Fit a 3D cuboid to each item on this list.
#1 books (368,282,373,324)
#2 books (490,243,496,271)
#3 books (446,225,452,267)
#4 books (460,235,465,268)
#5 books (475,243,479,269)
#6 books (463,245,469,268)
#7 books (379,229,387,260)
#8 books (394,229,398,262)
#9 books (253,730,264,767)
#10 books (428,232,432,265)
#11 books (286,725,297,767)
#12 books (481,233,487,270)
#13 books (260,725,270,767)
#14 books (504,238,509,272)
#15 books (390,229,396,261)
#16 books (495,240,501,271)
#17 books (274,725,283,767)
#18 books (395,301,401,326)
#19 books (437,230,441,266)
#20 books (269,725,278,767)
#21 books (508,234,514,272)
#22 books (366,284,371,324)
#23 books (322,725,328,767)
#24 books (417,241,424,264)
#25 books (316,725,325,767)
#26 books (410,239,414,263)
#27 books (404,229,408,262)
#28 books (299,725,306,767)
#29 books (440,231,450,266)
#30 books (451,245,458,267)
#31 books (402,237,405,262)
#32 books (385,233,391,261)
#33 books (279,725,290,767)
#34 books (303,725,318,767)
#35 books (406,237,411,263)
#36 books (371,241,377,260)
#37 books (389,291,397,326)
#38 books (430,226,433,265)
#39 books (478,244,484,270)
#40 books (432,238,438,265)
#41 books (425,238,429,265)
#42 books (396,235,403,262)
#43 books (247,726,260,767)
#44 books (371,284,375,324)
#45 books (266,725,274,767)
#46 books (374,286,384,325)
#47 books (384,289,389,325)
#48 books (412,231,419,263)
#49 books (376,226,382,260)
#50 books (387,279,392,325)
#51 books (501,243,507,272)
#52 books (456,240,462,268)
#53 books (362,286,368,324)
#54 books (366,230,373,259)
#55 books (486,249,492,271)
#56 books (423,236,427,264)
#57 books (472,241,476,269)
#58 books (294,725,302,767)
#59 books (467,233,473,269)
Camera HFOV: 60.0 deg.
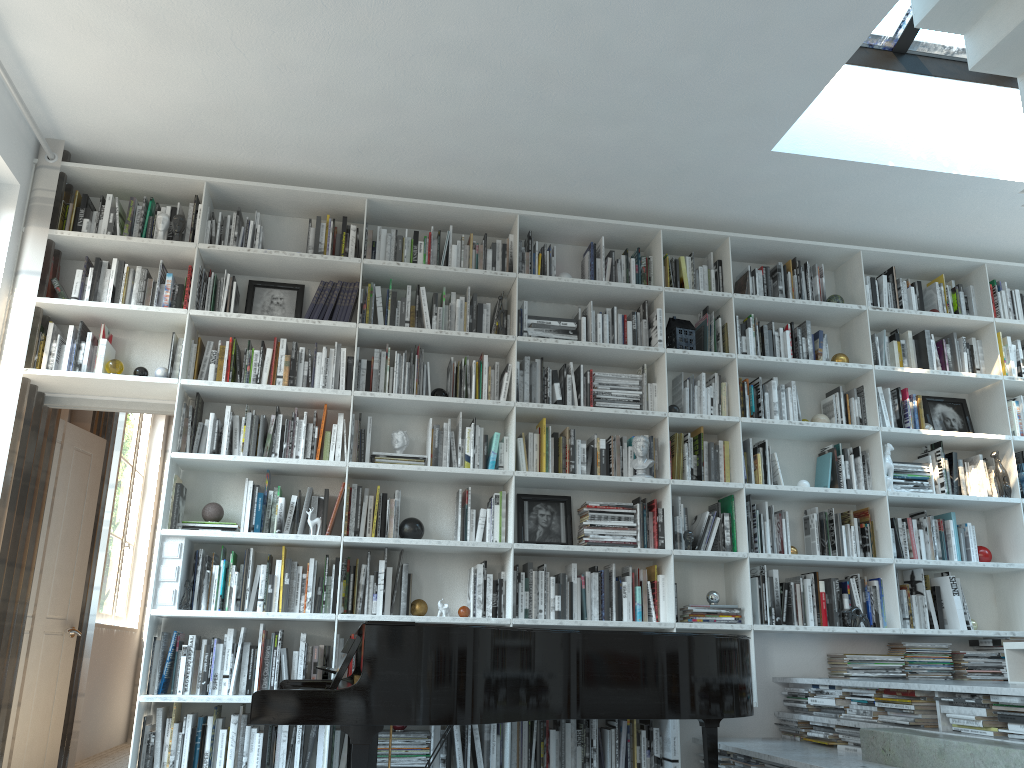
[{"bbox_3d":[-0.781,-0.392,4.877,0.014,0.308,0.130,4,-17,-10],"label":"books"},{"bbox_3d":[-0.116,-0.667,5.067,0.026,0.236,0.149,4,-17,-10],"label":"books"},{"bbox_3d":[-0.361,-0.721,5.039,0.014,0.314,0.166,4,-17,-10],"label":"books"},{"bbox_3d":[-0.292,-0.694,5.046,0.014,0.268,0.157,4,-17,-10],"label":"books"},{"bbox_3d":[-0.211,-0.666,5.028,0.013,0.206,0.178,4,-17,-10],"label":"books"},{"bbox_3d":[-0.272,-0.663,5.050,0.029,0.213,0.142,4,-17,-10],"label":"books"},{"bbox_3d":[-0.725,-0.720,4.962,0.031,0.254,0.146,4,-17,-10],"label":"books"},{"bbox_3d":[-0.657,-0.714,4.968,0.012,0.249,0.174,4,-17,-10],"label":"books"},{"bbox_3d":[-1.176,1.720,4.132,0.031,0.187,0.190,4,-17,-10],"label":"books"},{"bbox_3d":[-0.474,-0.702,5.000,0.013,0.250,0.184,4,-17,-10],"label":"books"},{"bbox_3d":[-1.040,1.705,4.204,0.040,0.263,0.138,4,-17,-10],"label":"books"},{"bbox_3d":[-0.164,-0.695,5.062,0.013,0.284,0.160,4,-17,-10],"label":"books"},{"bbox_3d":[-1.149,1.695,4.145,0.023,0.243,0.188,4,-17,-10],"label":"books"},{"bbox_3d":[-0.041,-0.678,5.080,0.014,0.266,0.172,4,-17,-10],"label":"books"},{"bbox_3d":[-0.675,-0.715,4.970,0.023,0.250,0.171,4,-17,-10],"label":"books"},{"bbox_3d":[-0.091,-0.675,5.083,0.029,0.260,0.152,4,-17,-10],"label":"books"},{"bbox_3d":[-1.094,1.713,4.169,0.022,0.224,0.141,4,-17,-10],"label":"books"},{"bbox_3d":[-0.632,-0.336,4.871,0.024,0.201,0.154,4,-17,-10],"label":"books"},{"bbox_3d":[-0.423,-0.710,5.012,0.013,0.275,0.165,4,-17,-10],"label":"books"},{"bbox_3d":[-1.119,1.720,4.175,0.024,0.213,0.137,4,-17,-10],"label":"books"},{"bbox_3d":[-0.021,-0.688,5.082,0.026,0.287,0.176,4,-17,-10],"label":"books"},{"bbox_3d":[-0.790,-0.387,4.852,0.013,0.282,0.159,4,-17,-10],"label":"books"},{"bbox_3d":[-0.880,1.716,4.178,0.017,0.232,0.213,4,-17,-10],"label":"books"},{"bbox_3d":[-0.522,-0.678,4.995,0.030,0.200,0.152,4,-17,-10],"label":"books"},{"bbox_3d":[-0.909,1.706,4.221,0.027,0.275,0.144,4,-17,-10],"label":"books"},{"bbox_3d":[-0.572,-0.686,4.998,0.012,0.215,0.150,4,-17,-10],"label":"books"},{"bbox_3d":[-0.604,-0.717,4.983,0.010,0.263,0.161,4,-17,-10],"label":"books"},{"bbox_3d":[-0.988,1.680,4.187,0.012,0.302,0.166,4,-17,-10],"label":"books"},{"bbox_3d":[-0.391,-0.707,5.015,0.052,0.272,0.173,4,-17,-10],"label":"books"},{"bbox_3d":[-0.338,-0.662,5.018,0.031,0.189,0.182,4,-17,-10],"label":"books"},{"bbox_3d":[-0.616,-0.691,4.970,0.015,0.206,0.167,4,-17,-10],"label":"books"},{"bbox_3d":[-0.698,-0.703,4.958,0.023,0.219,0.182,4,-17,-10],"label":"books"},{"bbox_3d":[-1.069,1.699,4.175,0.027,0.255,0.179,4,-17,-10],"label":"books"},{"bbox_3d":[-0.954,1.712,4.208,0.065,0.255,0.156,4,-17,-10],"label":"books"},{"bbox_3d":[-0.592,-0.694,5.005,0.025,0.234,0.130,4,-17,-10],"label":"books"},{"bbox_3d":[-0.776,-0.686,4.953,0.024,0.182,0.134,4,-17,-10],"label":"books"},{"bbox_3d":[-0.656,-0.361,4.859,0.031,0.241,0.182,4,-17,-10],"label":"books"},{"bbox_3d":[-0.463,-0.723,5.011,0.010,0.298,0.151,4,-17,-10],"label":"books"},{"bbox_3d":[-0.191,-0.662,5.028,0.026,0.199,0.188,4,-17,-10],"label":"books"},{"bbox_3d":[-0.446,-0.688,5.017,0.029,0.235,0.130,4,-17,-10],"label":"books"},{"bbox_3d":[-0.486,-0.686,4.993,0.011,0.215,0.160,4,-17,-10],"label":"books"},{"bbox_3d":[-0.635,-0.696,4.954,0.029,0.207,0.179,4,-17,-10],"label":"books"},{"bbox_3d":[-1.206,1.711,4.136,0.028,0.205,0.171,4,-17,-10],"label":"books"},{"bbox_3d":[-0.765,-0.388,4.855,0.010,0.286,0.149,4,-17,-10],"label":"books"},{"bbox_3d":[-1.136,1.673,4.187,0.013,0.309,0.131,4,-17,-10],"label":"books"},{"bbox_3d":[-0.729,-0.377,4.866,0.067,0.273,0.168,4,-17,-10],"label":"books"},{"bbox_3d":[-0.689,-0.370,4.863,0.011,0.259,0.157,4,-17,-10],"label":"books"},{"bbox_3d":[-0.552,-0.709,5.008,0.028,0.267,0.152,4,-17,-10],"label":"books"},{"bbox_3d":[-0.755,-0.728,4.980,0.021,0.278,0.141,4,-17,-10],"label":"books"},{"bbox_3d":[-0.676,-0.398,4.865,0.012,0.314,0.172,4,-17,-10],"label":"books"},{"bbox_3d":[-0.060,-0.662,5.063,0.026,0.224,0.172,4,-17,-10],"label":"books"},{"bbox_3d":[-0.311,-0.679,5.037,0.026,0.235,0.135,4,-17,-10],"label":"books"},{"bbox_3d":[-0.806,-0.380,4.831,0.023,0.255,0.175,4,-17,-10],"label":"books"},{"bbox_3d":[-0.799,-0.719,4.942,0.029,0.236,0.156,4,-17,-10],"label":"books"},{"bbox_3d":[-0.143,-0.647,5.045,0.031,0.184,0.177,4,-17,-10],"label":"books"},{"bbox_3d":[-0.500,-0.694,5.000,0.013,0.233,0.155,4,-17,-10],"label":"books"},{"bbox_3d":[-0.230,-0.674,5.040,0.021,0.228,0.161,4,-17,-10],"label":"books"},{"bbox_3d":[-1.004,1.683,4.186,0.021,0.294,0.188,4,-17,-10],"label":"books"},{"bbox_3d":[-0.246,-0.695,5.036,0.014,0.265,0.192,4,-17,-10],"label":"books"}]
